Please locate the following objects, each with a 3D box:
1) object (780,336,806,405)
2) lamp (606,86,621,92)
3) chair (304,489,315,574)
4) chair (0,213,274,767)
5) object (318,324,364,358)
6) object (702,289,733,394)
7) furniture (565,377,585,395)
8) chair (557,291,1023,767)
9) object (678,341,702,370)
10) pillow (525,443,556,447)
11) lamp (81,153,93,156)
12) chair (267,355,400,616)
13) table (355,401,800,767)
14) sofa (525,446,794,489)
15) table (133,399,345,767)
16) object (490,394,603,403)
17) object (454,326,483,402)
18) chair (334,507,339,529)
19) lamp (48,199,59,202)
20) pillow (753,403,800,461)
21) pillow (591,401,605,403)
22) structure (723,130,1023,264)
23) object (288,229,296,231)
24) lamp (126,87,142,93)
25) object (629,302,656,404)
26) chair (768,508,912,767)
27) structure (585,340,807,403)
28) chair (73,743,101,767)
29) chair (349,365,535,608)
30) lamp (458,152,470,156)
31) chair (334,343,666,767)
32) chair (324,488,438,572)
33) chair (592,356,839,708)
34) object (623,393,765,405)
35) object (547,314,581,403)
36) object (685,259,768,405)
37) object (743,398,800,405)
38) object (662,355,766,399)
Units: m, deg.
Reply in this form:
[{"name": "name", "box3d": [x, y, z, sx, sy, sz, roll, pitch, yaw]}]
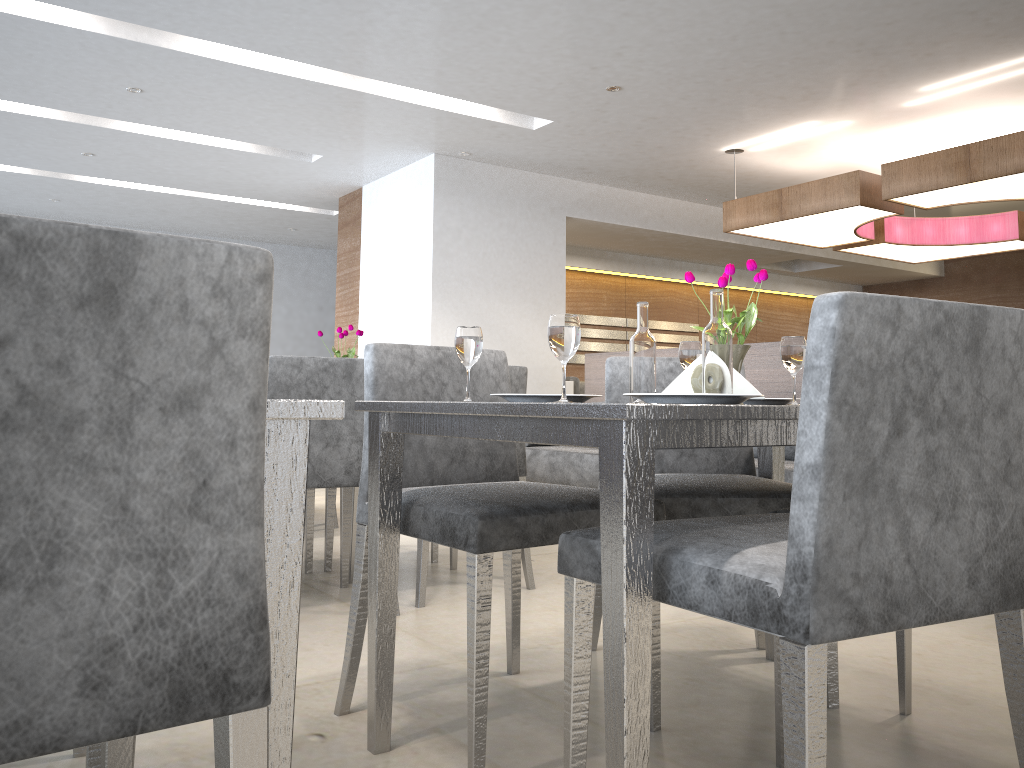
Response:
[{"name": "object", "box3d": [0.571, -0.026, 1.793, 0.053, 0.140, 0.053, -1, -5, 14]}, {"name": "lamp", "box3d": [0.600, -1.755, 5.254, 0.089, 0.007, 0.088, 0, -1, 11]}, {"name": "chair", "box3d": [-1.060, 0.314, 3.345, 0.475, 0.767, 0.490, 4, -6, -39]}, {"name": "chair", "box3d": [-0.496, 0.266, 0.768, 0.475, 0.767, 0.490, 4, -6, -39]}, {"name": "object", "box3d": [-0.621, -0.078, 3.223, 0.154, 0.278, 0.103, 4, -6, -36]}, {"name": "object", "box3d": [0.355, -0.064, 1.531, 0.052, 0.202, 0.051, 0, -5, 8]}, {"name": "furniture", "box3d": [3.241, 0.414, 8.037, 5.635, 0.859, 4.243, 2, -2, -34]}, {"name": "chair", "box3d": [0.393, 0.285, 1.220, 0.476, 0.767, 0.490, 3, -5, -29]}, {"name": "object", "box3d": [0.397, -0.025, 1.964, 0.053, 0.140, 0.053, -1, -5, 14]}, {"name": "pillow", "box3d": [0.296, 0.282, 6.109, 0.558, 0.308, 0.188, 2, -5, -33]}, {"name": "lamp", "box3d": [-3.268, -1.765, 6.798, 0.089, 0.007, 0.088, 0, -1, 11]}, {"name": "chair", "box3d": [-0.648, 0.306, 2.752, 0.476, 0.767, 0.490, 3, -5, -29]}, {"name": "table", "box3d": [0.407, 0.358, 1.665, 1.186, 0.639, 0.775, 2, -3, -34]}, {"name": "sofa", "box3d": [1.260, 0.439, 4.806, 0.834, 0.632, 3.786, 3, -2, -34]}, {"name": "table", "box3d": [-0.886, 0.327, 0.872, 1.186, 0.639, 0.775, 2, -3, -34]}, {"name": "object", "box3d": [0.066, 0.028, 1.697, 0.216, 0.015, 0.216, 0, -2, 36]}, {"name": "object", "box3d": [-0.081, -0.037, 1.643, 0.053, 0.140, 0.053, -1, -5, 14]}, {"name": "chair", "box3d": [-1.192, 0.337, 4.490, 0.475, 0.767, 0.490, 4, -6, -39]}, {"name": "lamp", "box3d": [-4.353, -1.743, 8.397, 0.089, 0.007, 0.088, 0, -1, 11]}, {"name": "pillow", "box3d": [1.422, 0.262, 4.886, 0.181, 0.322, 0.636, 4, -4, -34]}, {"name": "pillow", "box3d": [0.707, 0.276, 5.938, 0.181, 0.322, 0.636, 4, -3, -34]}, {"name": "structure", "box3d": [3.242, -1.411, 6.194, 2.441, 0.623, 2.434, 2, -2, -34]}, {"name": "object", "box3d": [-2.417, -1.694, 9.697, 0.089, 0.007, 0.088, 0, -1, 11]}, {"name": "lamp", "box3d": [-2.299, -1.785, 5.371, 0.089, 0.007, 0.088, 0, -1, 11]}, {"name": "object", "box3d": [0.257, -0.061, 1.735, 0.052, 0.202, 0.051, 0, -5, 8]}, {"name": "chair", "box3d": [0.797, 0.297, 1.561, 0.475, 0.767, 0.490, 4, -6, -39]}, {"name": "structure", "box3d": [1.691, 0.258, 5.120, 0.223, 1.014, 3.761, 4, -3, -34]}, {"name": "chair", "box3d": [-0.856, 0.274, 1.316, 0.476, 0.767, 0.490, 3, -5, -29]}, {"name": "chair", "box3d": [-0.244, 0.318, 3.093, 0.475, 0.767, 0.490, 4, -6, -39]}, {"name": "lamp", "box3d": [-0.363, -1.736, 6.672, 0.089, 0.007, 0.088, 0, -1, 11]}, {"name": "chair", "box3d": [-0.030, 0.293, 1.809, 0.475, 0.767, 0.490, 4, -6, -39]}, {"name": "chair", "box3d": [-0.604, 0.326, 3.641, 0.476, 0.767, 0.490, 3, -5, -29]}, {"name": "chair", "box3d": [0.450, 0.305, 2.121, 0.477, 0.767, 0.489, 1, -4, -4]}, {"name": "object", "box3d": [0.282, 0.024, 1.378, 0.216, 0.015, 0.216, 0, -2, 36]}, {"name": "object", "box3d": [0.083, -0.040, 1.402, 0.053, 0.140, 0.053, -1, -5, 14]}, {"name": "object", "box3d": [0.419, -0.099, 1.691, 0.154, 0.278, 0.103, 4, -6, -36]}, {"name": "object", "box3d": [0.551, 0.040, 2.022, 0.216, 0.015, 0.216, 0, -2, 36]}, {"name": "object", "box3d": [0.368, -0.012, 1.642, 0.203, 0.100, 0.069, 0, -4, 26]}]
